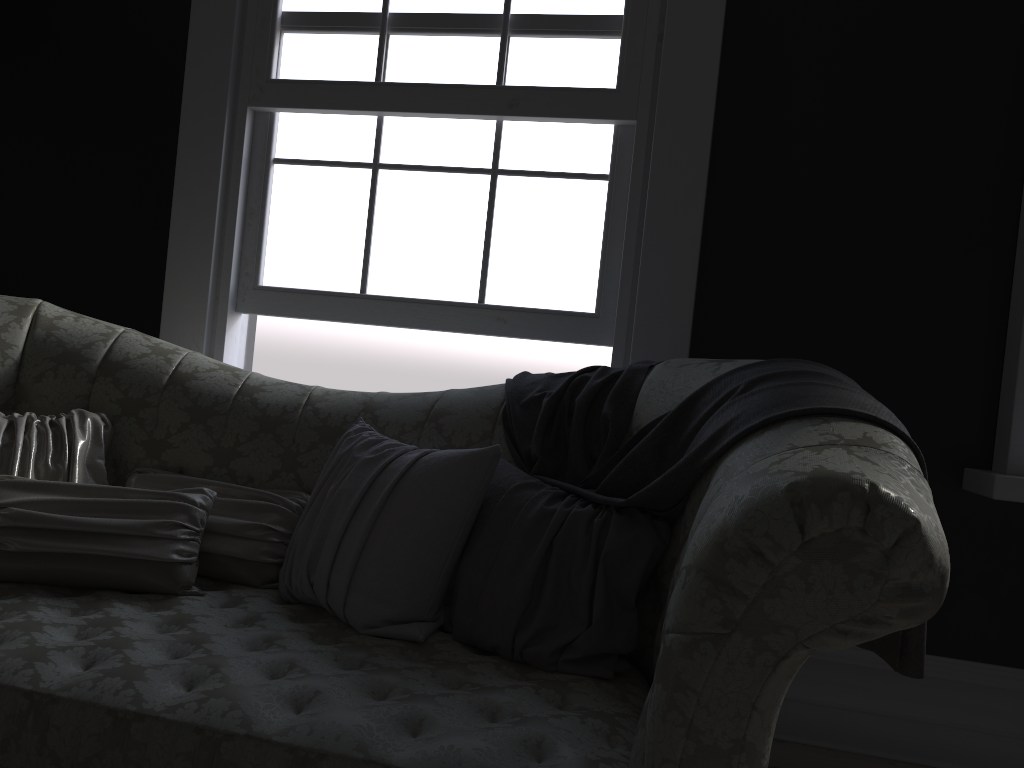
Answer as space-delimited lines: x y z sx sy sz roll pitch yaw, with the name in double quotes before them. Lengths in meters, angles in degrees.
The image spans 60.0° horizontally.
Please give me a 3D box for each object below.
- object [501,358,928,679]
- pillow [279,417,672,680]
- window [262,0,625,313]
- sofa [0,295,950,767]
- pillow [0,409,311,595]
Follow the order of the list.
"object" 0.362 0.217 2.091 0.517 0.585 1.366 6 0 -28
"pillow" -0.120 0.347 2.042 0.963 0.462 0.405 6 0 20
"window" -0.235 -1.096 3.015 1.262 1.672 0.056 6 1 12
"sofa" -0.624 0.405 2.200 2.811 1.161 1.606 6 0 13
"pillow" -1.099 0.268 2.232 1.105 0.416 0.529 6 0 12
